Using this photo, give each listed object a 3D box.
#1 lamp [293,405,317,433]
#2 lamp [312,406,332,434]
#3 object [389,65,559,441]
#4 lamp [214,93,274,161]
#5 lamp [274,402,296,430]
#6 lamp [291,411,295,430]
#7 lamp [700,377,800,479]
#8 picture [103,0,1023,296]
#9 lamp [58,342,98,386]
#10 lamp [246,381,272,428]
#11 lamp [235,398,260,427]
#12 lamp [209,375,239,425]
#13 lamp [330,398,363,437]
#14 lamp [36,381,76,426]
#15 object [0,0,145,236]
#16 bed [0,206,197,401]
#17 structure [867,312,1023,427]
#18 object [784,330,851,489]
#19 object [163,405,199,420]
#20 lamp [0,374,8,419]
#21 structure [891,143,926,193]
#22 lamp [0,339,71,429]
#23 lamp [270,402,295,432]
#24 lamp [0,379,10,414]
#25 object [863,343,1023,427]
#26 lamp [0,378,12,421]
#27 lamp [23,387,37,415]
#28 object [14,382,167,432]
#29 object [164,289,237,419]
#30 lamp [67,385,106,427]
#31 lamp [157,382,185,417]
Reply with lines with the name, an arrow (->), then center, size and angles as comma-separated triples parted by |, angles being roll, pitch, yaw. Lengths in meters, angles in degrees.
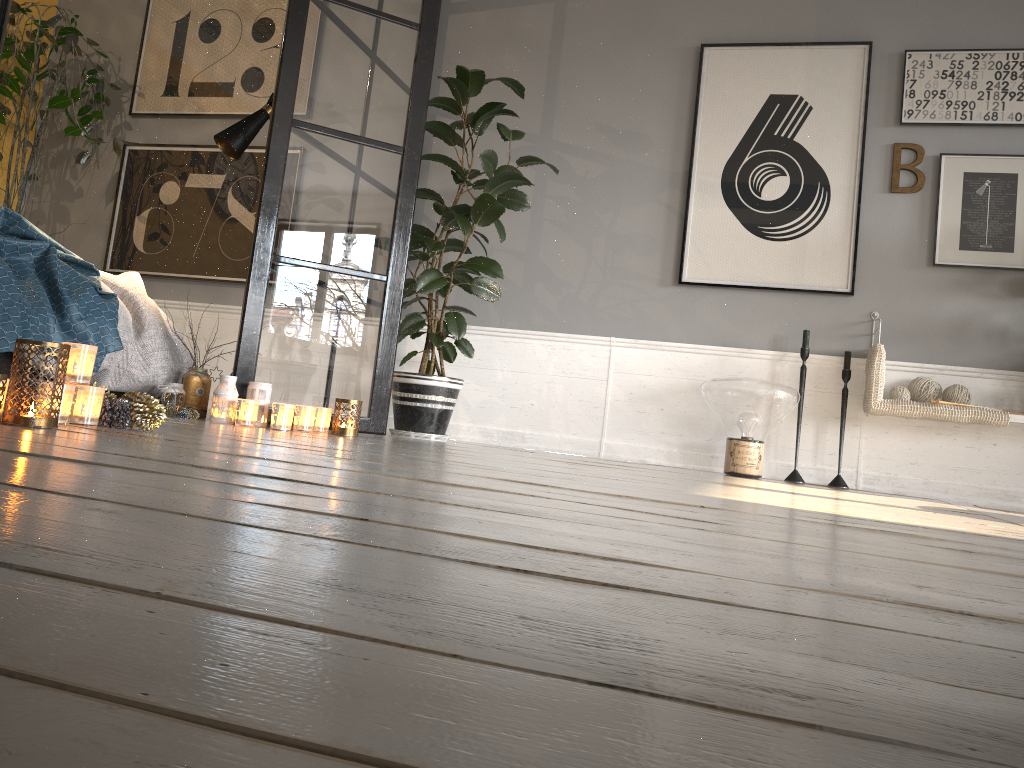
lamp -> -0.789, 0.132, 3.361 | 0.080, 0.099, 0.080 | 9, -5, -33
lamp -> -0.744, 0.140, 3.438 | 0.080, 0.099, 0.080 | 9, -5, -33
object -> -0.678, -0.737, 2.736 | 1.013, 1.805, 3.869 | 5, -3, 16
lamp -> -1.226, -0.614, 4.060 | 0.400, 1.536, 0.232 | 12, -8, -43
lamp -> -0.856, 0.122, 3.306 | 0.080, 0.099, 0.080 | 9, -5, -33
lamp -> -0.855, 0.131, 3.436 | 0.063, 0.092, 0.062 | 7, -5, -1
lamp -> 1.045, 0.194, 3.944 | 0.433, 0.440, 0.429 | 3, -5, 39
picture -> 0.552, -1.345, 2.462 | 7.304, 1.807, 4.011 | 6, -3, 17
lamp -> -1.058, -0.048, 2.150 | 0.080, 0.099, 0.080 | 9, -5, -33
lamp -> -0.958, 0.078, 3.334 | 0.092, 0.167, 0.089 | 8, -6, -17
lamp -> -0.969, 0.106, 3.230 | 0.080, 0.099, 0.080 | 8, -5, -19
lamp -> -1.071, 0.058, 3.303 | 0.092, 0.181, 0.091 | 2, -7, 37
lamp -> -0.642, 0.131, 3.439 | 0.107, 0.142, 0.107 | 8, -5, -19
lamp -> -1.087, 0.047, 2.099 | 0.080, 0.099, 0.080 | 9, -5, -33
object -> -2.787, -1.101, 5.046 | 1.250, 2.219, 1.335 | 6, -5, 4
bed -> -2.582, -0.420, 3.302 | 2.326, 0.775, 1.884 | 6, -3, 17
structure -> 2.918, 0.031, 3.528 | 2.780, 0.490, 0.305 | 6, -5, 17
object -> 1.403, 0.103, 4.000 | 0.280, 0.706, 0.091 | 6, -6, 9
object -> -1.326, 0.096, 3.272 | 0.325, 0.054, 0.087 | 7, -3, -19
lamp -> -1.088, 0.031, 1.812 | 0.084, 0.111, 0.084 | 7, -5, -7
structure -> 2.142, -0.991, 4.053 | 0.740, 0.265, 0.024 | 6, -6, 17
lamp -> -1.055, 0.000, 1.963 | 0.115, 0.188, 0.114 | 5, -5, 15
lamp -> -0.836, 0.121, 3.219 | 0.080, 0.099, 0.080 | 9, -5, -33
lamp -> -1.129, 0.033, 1.893 | 0.080, 0.099, 0.080 | 9, -5, -33
object -> 1.936, 0.022, 3.790 | 0.786, 0.309, 0.326 | 6, -4, 18
lamp -> -1.165, 0.033, 1.978 | 0.080, 0.099, 0.080 | 9, -5, -33
lamp -> -1.167, 0.051, 2.185 | 0.069, 0.081, 0.068 | 4, -5, 25
object -> -1.225, 0.038, 2.311 | 0.717, 0.118, 0.191 | 6, -3, 6
object -> -1.221, -0.121, 3.547 | 0.435, 0.525, 0.278 | 9, -6, -32
lamp -> -1.054, 0.054, 2.183 | 0.080, 0.099, 0.080 | 9, -5, -33
lamp -> -1.298, 0.061, 3.366 | 0.095, 0.132, 0.108 | 8, -5, -13
